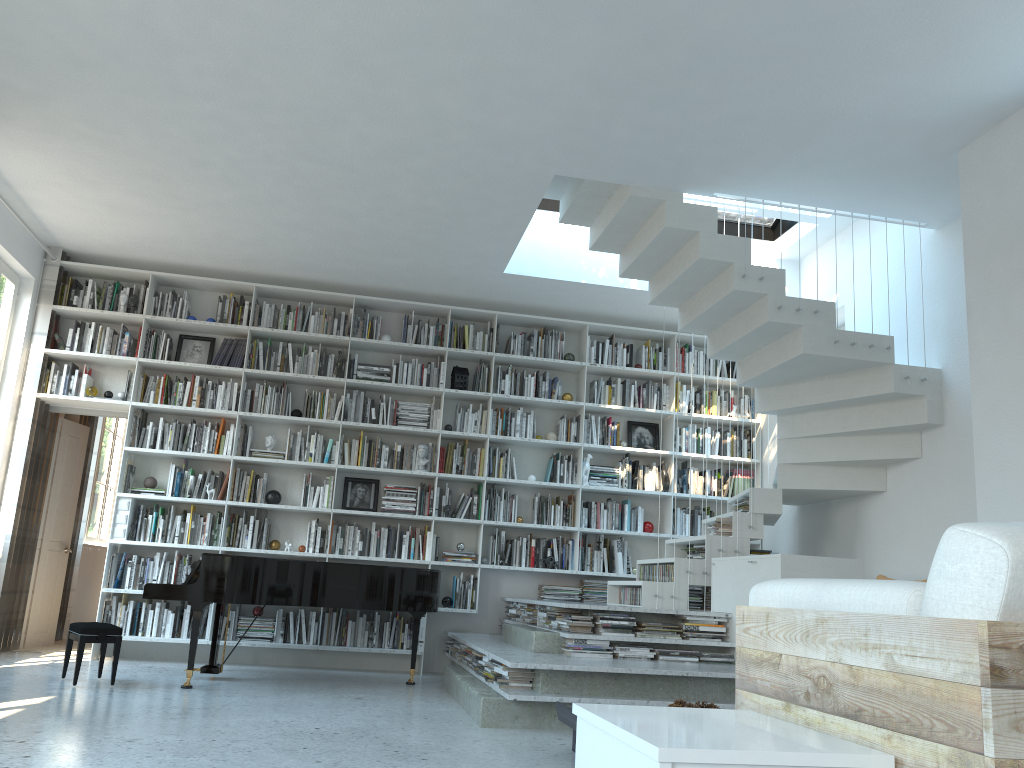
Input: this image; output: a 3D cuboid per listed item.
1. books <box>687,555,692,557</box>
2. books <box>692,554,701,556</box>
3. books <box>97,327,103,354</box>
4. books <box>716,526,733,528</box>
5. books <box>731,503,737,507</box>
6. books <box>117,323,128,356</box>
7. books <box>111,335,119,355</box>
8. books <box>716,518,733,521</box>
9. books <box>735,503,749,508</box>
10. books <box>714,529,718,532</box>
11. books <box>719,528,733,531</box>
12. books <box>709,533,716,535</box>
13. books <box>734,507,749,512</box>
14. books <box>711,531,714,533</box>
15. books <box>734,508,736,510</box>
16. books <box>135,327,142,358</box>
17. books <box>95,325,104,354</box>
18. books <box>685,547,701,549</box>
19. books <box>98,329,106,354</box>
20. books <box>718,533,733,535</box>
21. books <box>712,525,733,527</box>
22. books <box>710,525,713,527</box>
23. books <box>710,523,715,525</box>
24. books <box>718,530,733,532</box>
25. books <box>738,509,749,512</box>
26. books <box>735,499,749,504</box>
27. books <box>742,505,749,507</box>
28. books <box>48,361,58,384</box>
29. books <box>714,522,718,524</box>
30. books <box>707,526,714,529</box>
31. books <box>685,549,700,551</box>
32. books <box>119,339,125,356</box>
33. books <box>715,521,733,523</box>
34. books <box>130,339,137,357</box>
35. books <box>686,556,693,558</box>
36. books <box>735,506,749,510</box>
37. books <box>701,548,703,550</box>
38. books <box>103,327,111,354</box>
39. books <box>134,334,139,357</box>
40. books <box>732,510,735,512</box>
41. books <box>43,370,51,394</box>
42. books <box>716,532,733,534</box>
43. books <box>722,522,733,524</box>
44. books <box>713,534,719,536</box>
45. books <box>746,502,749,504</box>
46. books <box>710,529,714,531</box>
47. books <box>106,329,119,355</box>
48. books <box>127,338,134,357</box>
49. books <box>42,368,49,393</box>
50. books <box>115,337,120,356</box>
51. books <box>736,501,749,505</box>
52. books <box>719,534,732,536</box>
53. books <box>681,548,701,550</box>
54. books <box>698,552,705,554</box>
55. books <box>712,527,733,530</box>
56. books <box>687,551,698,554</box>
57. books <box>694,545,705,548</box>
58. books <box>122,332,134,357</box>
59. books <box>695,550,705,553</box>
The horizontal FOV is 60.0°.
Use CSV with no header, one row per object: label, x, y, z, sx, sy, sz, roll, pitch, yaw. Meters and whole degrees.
books,1.480,1.356,6.963,0.145,0.015,0.166,7,-14,-15
books,1.505,1.308,6.745,0.184,0.013,0.226,6,-13,-12
books,-3.421,-0.327,7.401,0.012,0.248,0.192,6,-13,-10
books,1.631,1.057,6.505,0.232,0.011,0.172,-3,-15,26
books,1.868,0.966,7.074,0.190,0.015,0.231,3,-13,4
books,-3.266,-0.337,7.433,0.012,0.302,0.189,6,-13,-10
books,-3.319,-0.295,7.431,0.028,0.211,0.139,6,-13,-10
books,1.632,1.003,6.512,0.234,0.025,0.158,-3,-15,27
books,1.830,0.934,6.778,0.176,0.007,0.255,4,-13,-2
books,1.656,1.109,6.734,0.178,0.035,0.222,5,-13,-5
books,1.624,1.071,6.487,0.214,0.014,0.138,-1,-14,17
books,1.688,1.189,7.020,0.145,0.012,0.297,6,-13,-11
books,1.820,0.966,6.771,0.191,0.014,0.244,3,-13,3
books,1.691,1.174,7.023,0.143,0.019,0.231,6,-13,-11
books,1.872,0.993,7.068,0.168,0.005,0.292,2,-13,8
books,-3.129,-0.317,7.465,0.014,0.293,0.173,6,-13,-10
books,-3.433,-0.337,7.401,0.013,0.268,0.162,6,-13,-10
books,1.480,1.297,6.975,0.161,0.012,0.195,6,-13,-12
books,-3.405,-0.323,7.403,0.021,0.243,0.174,6,-13,-10
books,1.628,1.106,6.495,0.215,0.013,0.189,-2,-14,22
books,1.625,1.044,6.493,0.295,0.007,0.146,-1,-14,20
books,1.682,1.130,7.031,0.157,0.014,0.180,7,-14,-14
books,1.686,1.117,7.034,0.157,0.014,0.180,6,-13,-12
books,1.628,1.087,6.497,0.222,0.011,0.180,-2,-14,21
books,1.820,0.980,6.768,0.182,0.013,0.288,3,-13,4
books,1.827,0.905,6.785,0.191,0.013,0.244,3,-13,1
books,1.840,0.945,6.776,0.154,0.014,0.197,3,-13,3
books,-3.778,-0.025,7.294,0.013,0.302,0.135,6,-13,-10
books,1.658,1.063,6.759,0.166,0.017,0.191,5,-13,-7
books,1.671,1.141,7.026,0.173,0.011,0.204,7,-14,-15
books,1.477,1.313,6.971,0.160,0.009,0.208,7,-14,-14
books,-3.251,-0.273,7.439,0.031,0.182,0.151,6,-13,-10
books,1.628,1.016,6.501,0.254,0.005,0.161,-2,-14,22
books,-3.165,-0.269,7.446,0.026,0.187,0.154,6,-13,-10
books,1.466,1.368,6.958,0.159,0.012,0.226,4,-13,-2
books,1.828,0.956,6.774,0.187,0.009,0.261,4,-13,0
books,1.532,1.262,6.760,0.133,0.017,0.179,5,-13,-6
books,-3.370,-0.328,7.409,0.025,0.260,0.167,6,-13,-10
books,-3.146,-0.287,7.468,0.014,0.235,0.144,6,-13,-10
books,1.868,1.009,7.065,0.171,0.011,0.232,3,-13,1
books,-3.789,0.008,7.262,0.013,0.221,0.163,6,-13,-10
books,1.632,1.099,6.506,0.254,0.007,0.189,-1,-14,17
books,1.633,1.030,6.513,0.184,0.016,0.179,-1,-14,18
books,1.652,1.153,6.738,0.200,0.014,0.178,5,-13,-5
books,1.845,0.926,6.780,0.144,0.011,0.257,4,-13,-3
books,1.687,1.156,7.026,0.149,0.016,0.240,6,-13,-12
books,-3.343,-0.320,7.412,0.030,0.250,0.166,6,-13,-10
books,-3.194,-0.272,7.456,0.029,0.195,0.146,6,-13,-10
books,-3.802,0.003,7.259,0.013,0.227,0.179,6,-13,-10
books,-3.293,-0.283,7.442,0.029,0.197,0.144,6,-13,-10
books,1.835,0.916,6.783,0.174,0.009,0.240,4,-13,-1
books,1.629,1.119,6.497,0.206,0.012,0.183,-1,-14,17
books,1.459,1.304,6.970,0.198,0.006,0.189,7,-14,-13
books,1.518,1.296,6.750,0.149,0.013,0.220,5,-13,-4
books,1.624,1.061,6.489,0.295,0.006,0.147,-2,-14,24
books,1.482,1.328,6.969,0.140,0.022,0.181,7,-14,-16
books,1.509,1.244,6.759,0.177,0.014,0.194,7,-14,-15
books,-3.216,-0.297,7.428,0.029,0.228,0.191,6,-13,-10
books,1.505,1.282,6.751,0.189,0.012,0.156,5,-13,-7
